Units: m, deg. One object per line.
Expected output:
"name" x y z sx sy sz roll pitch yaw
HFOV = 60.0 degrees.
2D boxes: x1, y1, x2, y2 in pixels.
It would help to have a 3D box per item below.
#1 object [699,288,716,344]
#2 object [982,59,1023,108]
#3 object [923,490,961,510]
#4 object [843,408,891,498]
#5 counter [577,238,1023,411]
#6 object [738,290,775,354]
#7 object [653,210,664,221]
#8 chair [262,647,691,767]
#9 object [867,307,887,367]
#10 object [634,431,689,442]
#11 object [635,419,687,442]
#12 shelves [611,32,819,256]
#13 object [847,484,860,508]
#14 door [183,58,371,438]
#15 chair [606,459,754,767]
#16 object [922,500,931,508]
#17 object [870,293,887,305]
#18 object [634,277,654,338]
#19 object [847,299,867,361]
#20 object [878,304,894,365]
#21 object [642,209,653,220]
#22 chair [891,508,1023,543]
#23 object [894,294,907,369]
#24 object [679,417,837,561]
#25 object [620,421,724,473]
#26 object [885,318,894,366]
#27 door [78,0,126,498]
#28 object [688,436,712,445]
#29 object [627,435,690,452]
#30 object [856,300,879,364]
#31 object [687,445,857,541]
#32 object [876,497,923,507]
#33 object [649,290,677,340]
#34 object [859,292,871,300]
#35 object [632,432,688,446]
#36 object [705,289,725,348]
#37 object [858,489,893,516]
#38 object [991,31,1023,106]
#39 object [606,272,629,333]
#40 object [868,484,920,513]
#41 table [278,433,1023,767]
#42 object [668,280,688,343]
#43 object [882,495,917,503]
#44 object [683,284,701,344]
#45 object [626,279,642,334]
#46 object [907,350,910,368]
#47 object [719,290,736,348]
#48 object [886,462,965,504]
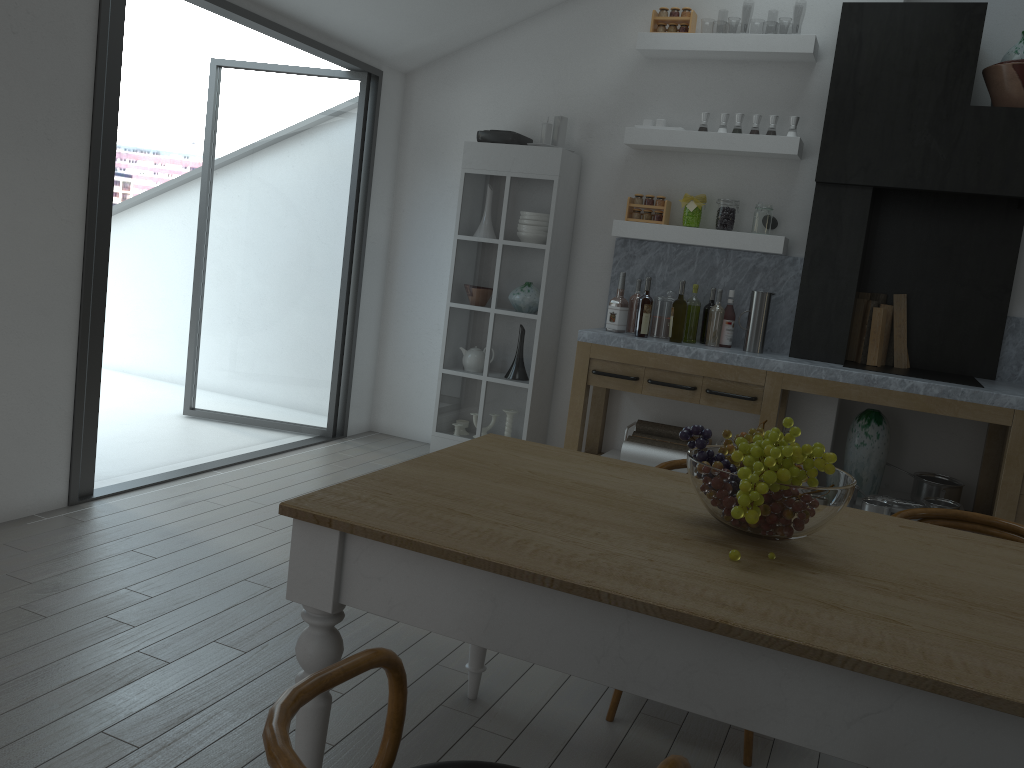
"object" 1.142 -0.391 5.116 0.085 0.330 0.085 11 8 31
"object" 2.566 -1.484 4.497 0.349 0.236 0.366 13 10 40
"object" 2.311 0.666 4.726 0.308 0.133 0.182 -1 11 -43
"object" 2.031 0.391 5.079 0.230 0.496 0.232 3 8 -26
"counter" 3.594 -0.049 4.216 6.587 0.617 0.963 10 8 22
"object" 1.354 -0.348 4.944 0.165 0.338 0.114 10 8 26
"object" 0.866 -0.989 5.240 0.058 0.075 0.059 0 10 -44
"chair" -0.078 0.798 1.268 0.528 0.732 0.622 10 8 26
"object" 2.041 -0.260 4.957 0.081 0.335 0.148 8 7 13
"object" 0.919 0.354 5.187 0.435 0.079 0.115 10 8 20
"object" 0.871 0.282 5.155 0.292 0.102 0.104 10 8 20
"shelves" 3.313 -0.942 4.522 5.557 1.357 0.481 9 7 17
"object" 1.744 0.575 4.800 0.223 0.163 0.380 8 8 12
"door" -1.556 -0.878 5.804 1.052 2.339 0.080 8 7 8
"chair" 0.642 0.659 2.813 0.528 0.732 0.622 10 8 22
"object" 2.173 0.687 4.527 0.154 0.112 0.261 10 9 22
"object" 2.111 -0.302 5.191 0.089 0.457 0.111 10 7 22
"object" 0.757 -0.432 5.055 0.093 0.358 0.093 2 8 -33
"object" 1.975 -0.310 5.080 0.057 0.358 0.075 12 8 37
"object" 2.104 -0.272 5.060 0.072 0.365 0.130 13 9 41
"object" 0.805 -1.000 5.265 0.058 0.075 0.059 0 10 -44
"chair" 1.279 0.784 2.481 0.528 0.732 0.623 9 8 19
"object" 2.215 -0.299 5.042 0.078 0.426 0.148 3 8 -32
"object" 0.540 0.193 1.927 0.292 0.283 0.395 5 8 -13
"object" 0.928 0.388 5.125 0.528 0.231 0.430 10 8 20
"object" 2.190 -0.241 5.164 0.105 0.295 0.110 7 7 -3
"door" -2.297 -0.724 4.142 1.053 2.339 0.080 10 7 22
"object" 0.968 0.326 5.249 0.423 0.072 0.071 10 8 20
"object" 0.867 0.376 5.015 0.437 0.093 0.092 10 8 20
"object" 2.021 -0.293 5.046 0.068 0.366 0.131 12 8 36
"object" 0.556 0.255 1.952 0.360 0.159 0.361 7 8 3
"object" 2.057 0.638 4.728 0.247 0.045 0.041 10 8 21
"object" 0.910 -0.409 5.187 0.183 0.285 0.185 0 10 -43
"object" 2.050 -0.327 5.225 0.068 0.423 0.088 12 8 37
"object" 0.874 0.349 5.095 0.363 0.086 0.101 10 8 20
"object" 1.149 -0.369 4.990 0.085 0.330 0.085 11 8 31
"object" 1.889 0.639 4.623 0.153 0.112 0.261 8 8 12
"object" 2.727 -1.641 4.776 0.230 0.501 0.232 3 8 -26
"object" 0.629 -0.478 5.200 0.089 0.358 0.085 13 9 44
"object" 2.032 0.621 4.850 0.263 0.052 0.510 7 8 -1
"table" 1.212 0.862 1.644 3.354 0.796 1.020 10 8 22
"object" 0.939 -0.403 4.982 0.092 0.357 0.093 4 7 -23
"object" 2.093 0.637 4.793 0.170 0.035 0.061 10 9 22
"object" 1.027 -0.400 5.062 0.092 0.338 0.092 13 9 40
"object" 0.734 -0.458 5.256 0.085 0.330 0.085 11 8 31
"object" 2.255 -0.216 5.116 0.113 0.251 0.057 10 7 26
"object" 1.234 -0.371 5.062 0.081 0.328 0.081 1 9 -40
"object" 2.368 0.585 5.120 0.268 0.196 0.457 2 9 -33
